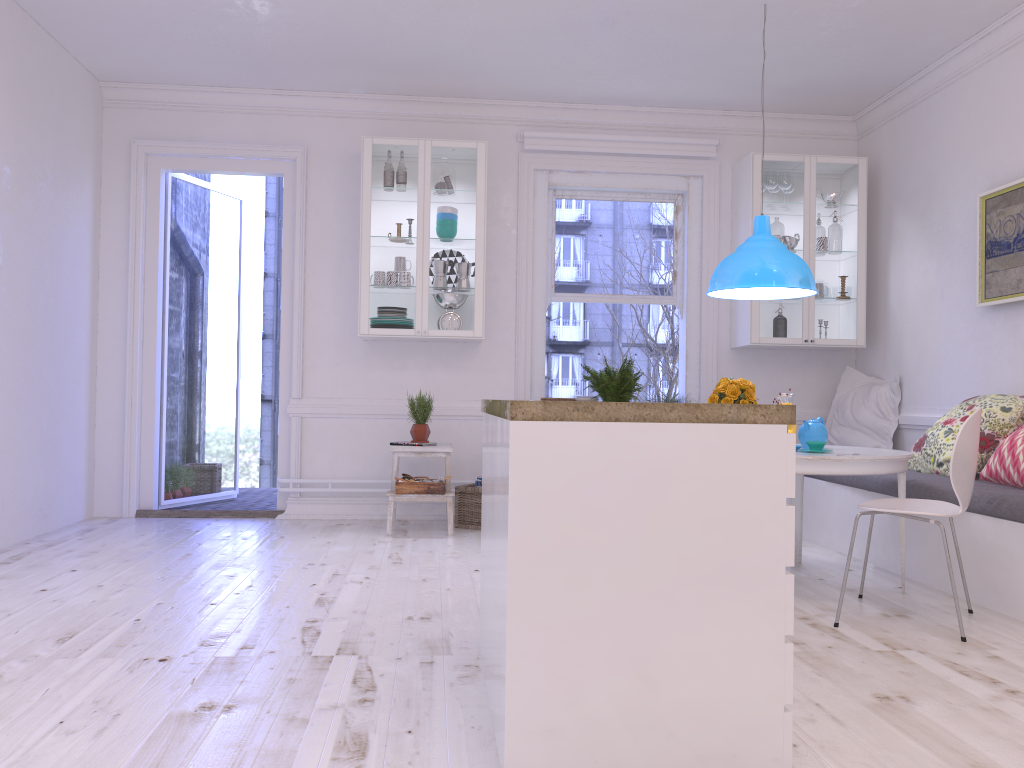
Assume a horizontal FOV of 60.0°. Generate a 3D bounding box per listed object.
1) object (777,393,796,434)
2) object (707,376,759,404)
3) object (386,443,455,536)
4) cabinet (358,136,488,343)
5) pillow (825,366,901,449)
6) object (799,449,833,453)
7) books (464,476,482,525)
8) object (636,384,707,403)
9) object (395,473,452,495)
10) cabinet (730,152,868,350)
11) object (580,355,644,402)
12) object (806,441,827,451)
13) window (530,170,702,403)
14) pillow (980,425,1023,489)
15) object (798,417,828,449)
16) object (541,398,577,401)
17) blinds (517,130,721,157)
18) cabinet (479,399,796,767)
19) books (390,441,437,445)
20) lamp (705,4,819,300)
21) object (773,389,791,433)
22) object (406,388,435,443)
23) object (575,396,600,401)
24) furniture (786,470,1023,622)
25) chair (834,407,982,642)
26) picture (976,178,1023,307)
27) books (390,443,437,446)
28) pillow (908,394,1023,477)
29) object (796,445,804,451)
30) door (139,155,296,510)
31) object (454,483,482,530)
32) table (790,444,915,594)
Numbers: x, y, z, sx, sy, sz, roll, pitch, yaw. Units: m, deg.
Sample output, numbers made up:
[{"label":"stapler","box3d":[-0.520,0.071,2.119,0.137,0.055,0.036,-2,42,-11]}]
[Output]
[{"label":"object","box3d":[1.372,0.179,4.438,0.094,0.267,0.116,1,-1,22]},{"label":"object","box3d":[1.114,0.133,4.449,0.234,0.351,0.235,2,-1,-40]},{"label":"object","box3d":[-0.583,0.663,5.701,0.418,0.534,0.599,1,-1,-5]},{"label":"cabinet","box3d":[-0.598,-0.957,5.995,0.823,1.311,0.425,1,-1,-5]},{"label":"pillow","box3d":[2.391,0.192,6.082,0.374,0.642,0.677,2,-1,-35]},{"label":"object","box3d":[1.349,0.298,3.936,0.147,0.011,0.147,1,-1,-3]},{"label":"books","box3d":[-0.182,0.771,5.836,0.221,0.306,0.205,0,-1,28]},{"label":"object","box3d":[1.023,0.172,5.714,0.668,0.367,0.531,1,-1,19]},{"label":"object","box3d":[-0.548,0.619,5.497,0.358,0.110,0.211,1,-1,-3]},{"label":"cabinet","box3d":[2.011,-0.910,6.229,0.823,1.311,0.425,1,-1,-5]},{"label":"object","box3d":[0.660,0.068,5.779,0.438,0.527,0.368,1,-1,-5]},{"label":"object","box3d":[1.349,0.277,3.937,0.088,0.043,0.088,1,-1,2]},{"label":"window","box3d":[0.742,-0.623,6.450,1.234,1.782,0.181,1,-1,-5]},{"label":"pillow","box3d":[2.465,0.268,3.964,0.491,0.424,0.587,1,-1,-2]},{"label":"object","box3d":[1.455,0.235,4.278,0.156,0.151,0.150,1,-1,-2]},{"label":"object","box3d":[0.339,0.213,5.971,0.294,0.237,0.028,1,-1,-5]},{"label":"blinds","box3d":[0.766,-1.695,6.280,1.451,0.131,0.136,1,-1,-5]},{"label":"cabinet","box3d":[0.263,0.471,2.563,0.654,0.842,1.167,1,-1,-5]},{"label":"books","box3d":[-0.637,0.380,5.732,0.246,0.007,0.180,1,-1,25]},{"label":"lamp","box3d":[1.313,-1.440,4.632,0.568,1.948,0.568,0,-1,29]},{"label":"object","box3d":[1.293,0.164,4.237,0.128,0.287,0.128,1,-1,-3]},{"label":"object","box3d":[-0.580,0.194,5.730,0.196,0.367,0.186,0,-1,40]},{"label":"object","box3d":[0.500,0.102,5.891,0.164,0.047,0.163,0,-1,44]},{"label":"furniture","box3d":[2.253,0.705,4.593,0.769,0.508,3.296,1,-1,-5]},{"label":"chair","box3d":[1.585,0.508,3.511,0.483,0.845,0.604,0,-1,30]},{"label":"picture","box3d":[2.644,-0.748,4.462,0.020,0.629,0.971,1,-1,-5]},{"label":"books","box3d":[-0.637,0.389,5.732,0.246,0.011,0.180,1,-1,25]},{"label":"pillow","box3d":[2.407,0.274,4.645,0.509,0.447,0.592,1,-1,0]},{"label":"object","box3d":[1.232,0.291,4.054,0.196,0.023,0.196,1,-1,-18]},{"label":"door","box3d":[-2.068,-0.319,6.627,1.009,2.474,1.021,1,-1,-5]},{"label":"object","box3d":[-0.189,0.804,5.824,0.276,0.270,0.276,0,-1,28]},{"label":"table","box3d":[1.285,0.622,4.217,1.140,0.629,1.140,1,-1,24]}]
